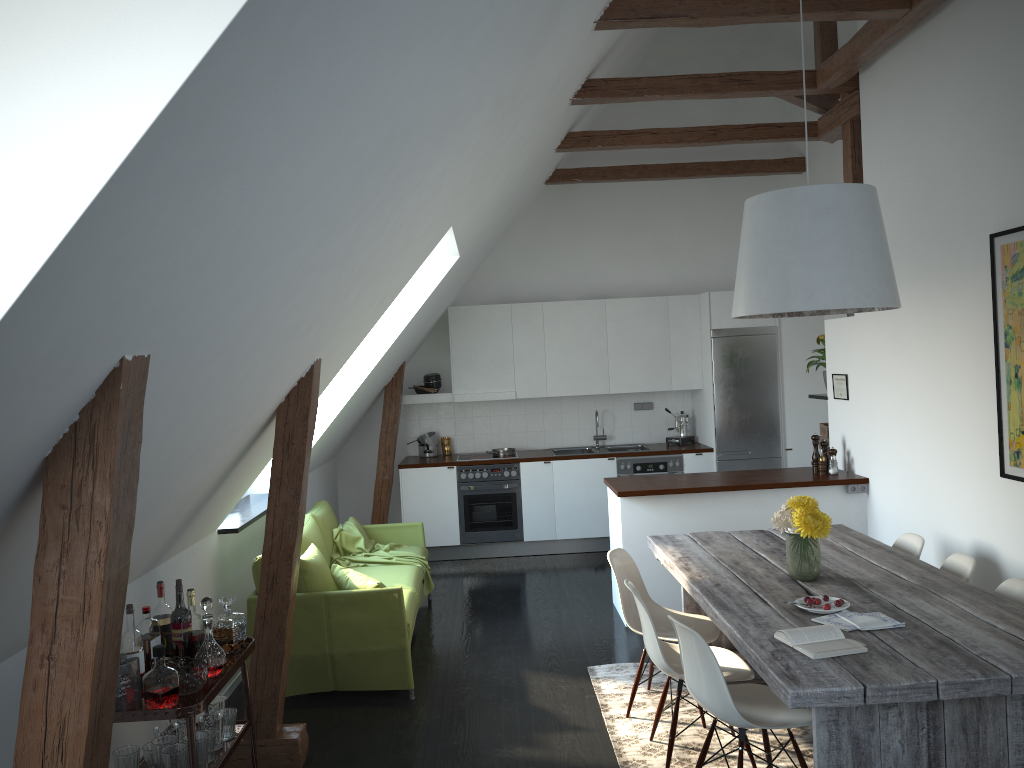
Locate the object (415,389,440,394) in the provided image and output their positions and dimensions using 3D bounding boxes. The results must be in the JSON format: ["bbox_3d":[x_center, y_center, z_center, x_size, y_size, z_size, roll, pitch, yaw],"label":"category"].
[{"bbox_3d":[-0.819,0.066,8.639,0.243,0.056,0.350,-3,1,-13],"label":"object"}]

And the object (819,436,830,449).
[{"bbox_3d":[2.560,0.451,6.787,0.287,0.101,0.329,-3,1,-6],"label":"object"}]

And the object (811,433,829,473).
[{"bbox_3d":[2.179,0.485,6.264,0.123,0.283,0.061,-3,1,-1],"label":"object"}]

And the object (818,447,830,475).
[{"bbox_3d":[2.172,0.533,6.181,0.080,0.192,0.058,-3,1,-18],"label":"object"}]

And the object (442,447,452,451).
[{"bbox_3d":[-0.646,0.648,8.791,0.099,0.051,0.099,-3,1,-16],"label":"object"}]

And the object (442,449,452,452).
[{"bbox_3d":[-0.643,0.666,8.791,0.100,0.048,0.099,-2,1,17],"label":"object"}]

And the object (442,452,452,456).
[{"bbox_3d":[-0.640,0.687,8.793,0.100,0.036,0.100,-3,1,-5],"label":"object"}]

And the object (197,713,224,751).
[{"bbox_3d":[-1.138,1.321,3.359,0.095,0.119,0.095,-4,2,-40],"label":"object"}]

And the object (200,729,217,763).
[{"bbox_3d":[-1.129,1.333,3.252,0.092,0.099,0.092,-4,2,-24],"label":"object"}]

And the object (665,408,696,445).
[{"bbox_3d":[1.624,0.409,8.735,0.206,0.370,0.353,-2,2,45],"label":"object"}]

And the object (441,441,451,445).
[{"bbox_3d":[-0.654,0.588,8.787,0.100,0.036,0.100,-4,2,-35],"label":"object"}]

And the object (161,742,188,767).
[{"bbox_3d":[-1.142,1.312,3.011,0.087,0.155,0.087,-4,2,-29],"label":"object"}]

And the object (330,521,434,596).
[{"bbox_3d":[-0.946,1.262,6.489,0.722,0.493,0.711,-3,1,-6],"label":"object"}]

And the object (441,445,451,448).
[{"bbox_3d":[-0.650,0.628,8.793,0.099,0.043,0.100,-3,1,-14],"label":"object"}]

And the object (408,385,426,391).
[{"bbox_3d":[-0.893,0.054,8.674,0.357,0.075,0.244,-4,2,-31],"label":"object"}]

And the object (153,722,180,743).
[{"bbox_3d":[-1.277,1.330,3.285,0.095,0.119,0.095,-4,2,-40],"label":"object"}]

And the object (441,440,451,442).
[{"bbox_3d":[-0.655,0.571,8.787,0.100,0.036,0.100,-2,2,27],"label":"object"}]

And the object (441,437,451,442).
[{"bbox_3d":[-0.655,0.551,8.785,0.100,0.047,0.099,-3,1,-6],"label":"object"}]

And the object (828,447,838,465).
[{"bbox_3d":[2.250,0.532,6.210,0.058,0.184,0.058,-3,1,-5],"label":"object"}]

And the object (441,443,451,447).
[{"bbox_3d":[-0.652,0.606,8.792,0.099,0.057,0.101,-3,1,10],"label":"object"}]

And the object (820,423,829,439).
[{"bbox_3d":[2.557,0.349,6.795,0.329,0.101,0.287,-3,1,9],"label":"object"}]

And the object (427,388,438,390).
[{"bbox_3d":[-0.821,0.044,8.639,0.065,0.031,0.335,-4,2,-44],"label":"object"}]

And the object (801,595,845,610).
[{"bbox_3d":[1.221,0.852,3.466,0.132,0.034,0.144,-4,2,-30],"label":"object"}]

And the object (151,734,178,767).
[{"bbox_3d":[-1.205,1.313,3.087,0.087,0.155,0.087,-4,2,-29],"label":"object"}]

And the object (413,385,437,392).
[{"bbox_3d":[-0.847,0.044,8.594,0.061,0.077,0.331,-4,2,-43],"label":"object"}]

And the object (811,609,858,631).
[{"bbox_3d":[1.233,0.872,3.276,0.182,0.014,0.185,-4,2,-27],"label":"object"}]

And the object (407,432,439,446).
[{"bbox_3d":[-0.897,0.565,8.710,0.371,0.169,0.203,-4,2,-29],"label":"object"}]

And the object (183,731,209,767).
[{"bbox_3d":[-1.102,1.308,3.102,0.087,0.155,0.087,-4,2,-29],"label":"object"}]

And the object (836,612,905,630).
[{"bbox_3d":[1.317,0.867,3.262,0.182,0.016,0.179,-3,1,-7],"label":"object"}]

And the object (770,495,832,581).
[{"bbox_3d":[1.288,0.677,3.919,0.233,0.365,0.293,-4,2,-31],"label":"object"}]

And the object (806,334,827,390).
[{"bbox_3d":[2.510,-0.167,6.831,0.493,0.486,0.506,-2,1,18],"label":"object"}]

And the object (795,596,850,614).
[{"bbox_3d":[1.209,0.865,3.455,0.205,0.024,0.205,-3,1,-9],"label":"object"}]

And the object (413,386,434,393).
[{"bbox_3d":[-0.858,0.052,8.584,0.065,0.065,0.332,-4,2,-34],"label":"object"}]

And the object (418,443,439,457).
[{"bbox_3d":[-0.796,0.639,8.684,0.200,0.154,0.348,-3,2,-22],"label":"object"}]

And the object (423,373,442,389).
[{"bbox_3d":[-0.781,-0.023,8.700,0.190,0.166,0.200,-4,2,-39],"label":"object"}]

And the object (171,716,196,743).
[{"bbox_3d":[-1.258,1.326,3.405,0.095,0.119,0.095,-4,2,-40],"label":"object"}]

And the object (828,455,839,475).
[{"bbox_3d":[2.224,0.560,6.140,0.069,0.135,0.069,-4,2,-26],"label":"object"}]

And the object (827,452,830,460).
[{"bbox_3d":[2.565,0.550,6.790,0.329,0.101,0.287,-3,1,9],"label":"object"}]

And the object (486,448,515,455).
[{"bbox_3d":[-0.133,0.653,8.562,0.351,0.061,0.232,-4,2,-28],"label":"object"}]

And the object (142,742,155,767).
[{"bbox_3d":[-1.273,1.343,3.178,0.092,0.099,0.092,-4,2,-24],"label":"object"}]

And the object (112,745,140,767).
[{"bbox_3d":[-1.304,1.320,3.010,0.087,0.155,0.087,-4,2,-29],"label":"object"}]
